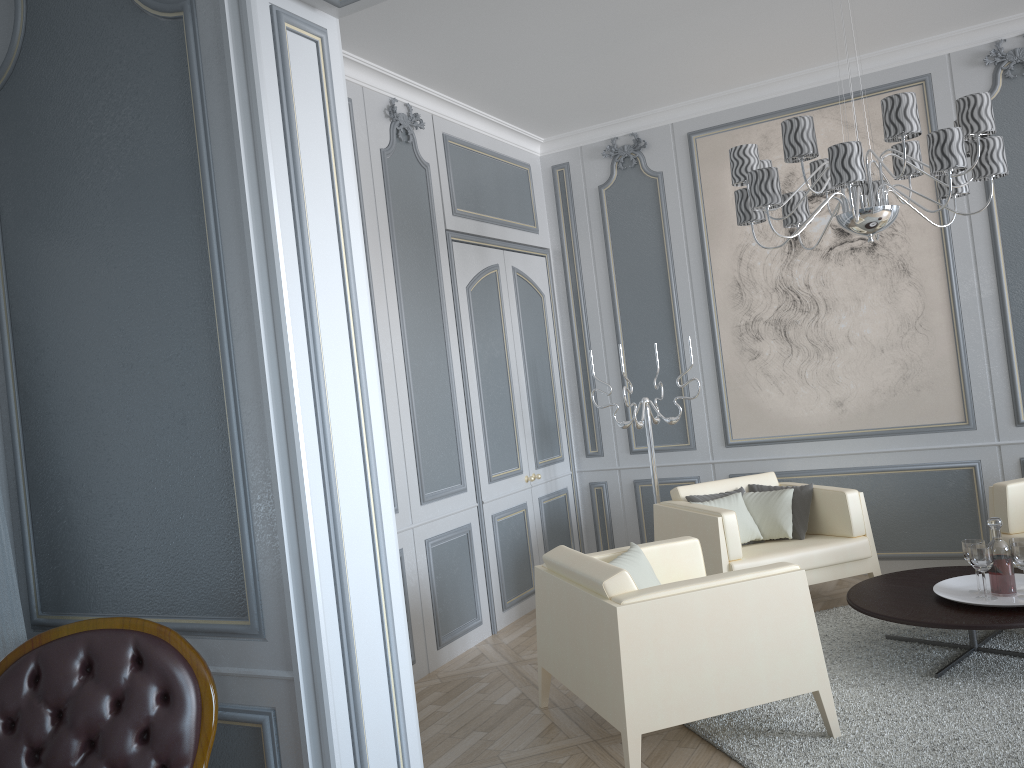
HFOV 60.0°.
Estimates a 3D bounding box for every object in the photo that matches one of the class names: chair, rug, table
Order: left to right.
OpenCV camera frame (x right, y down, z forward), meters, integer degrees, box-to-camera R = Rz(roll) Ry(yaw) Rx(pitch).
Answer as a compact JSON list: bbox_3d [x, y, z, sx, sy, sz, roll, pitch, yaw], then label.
[{"bbox_3d":[-0.827,0.917,1.670,0.573,0.829,0.574,-6,-1,-12],"label":"chair"},{"bbox_3d":[0.541,0.872,3.110,0.737,0.621,0.854,-6,-1,-17],"label":"chair"},{"bbox_3d":[1.231,0.797,4.410,0.855,0.621,0.736,-6,-1,-17],"label":"chair"},{"bbox_3d":[1.597,1.056,3.188,2.001,0.010,1.998,-7,0,-17],"label":"rug"},{"bbox_3d":[1.774,0.922,3.426,0.881,0.239,0.883,-7,0,26],"label":"table"},{"bbox_3d":[2.583,0.636,3.686,0.737,0.621,0.854,-6,-1,-17],"label":"chair"}]

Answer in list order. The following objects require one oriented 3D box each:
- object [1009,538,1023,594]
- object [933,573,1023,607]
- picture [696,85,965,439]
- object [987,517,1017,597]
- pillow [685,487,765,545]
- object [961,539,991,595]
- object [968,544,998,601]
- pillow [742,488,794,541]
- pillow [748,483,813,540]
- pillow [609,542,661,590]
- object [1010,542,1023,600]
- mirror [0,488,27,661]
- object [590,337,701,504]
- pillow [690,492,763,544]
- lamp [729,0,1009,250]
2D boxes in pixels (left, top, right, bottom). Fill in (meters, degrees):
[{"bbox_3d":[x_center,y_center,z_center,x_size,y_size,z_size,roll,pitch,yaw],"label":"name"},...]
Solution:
[{"bbox_3d":[1.922,0.681,3.325,0.080,0.196,0.080,-7,-1,11],"label":"object"},{"bbox_3d":[1.837,0.779,3.322,0.467,0.028,0.468,-7,0,41],"label":"object"},{"bbox_3d":[1.696,-0.615,4.848,1.198,1.752,0.001,-7,-1,28],"label":"picture"},{"bbox_3d":[1.831,0.645,3.332,0.086,0.290,0.086,-6,-2,-41],"label":"object"},{"bbox_3d":[1.073,0.684,4.485,0.351,0.276,0.184,-6,-1,-16],"label":"pillow"},{"bbox_3d":[1.776,0.699,3.392,0.080,0.196,0.080,-7,-1,11],"label":"object"},{"bbox_3d":[1.752,0.701,3.297,0.080,0.196,0.080,-7,-1,31],"label":"object"},{"bbox_3d":[1.266,0.661,4.465,0.311,0.245,0.163,-7,-1,32],"label":"pillow"},{"bbox_3d":[1.346,0.652,4.501,0.350,0.276,0.184,-7,-1,44],"label":"pillow"},{"bbox_3d":[0.453,0.751,3.225,0.182,0.285,0.361,-7,-1,34],"label":"pillow"},{"bbox_3d":[1.883,0.686,3.250,0.080,0.196,0.080,-7,-1,11],"label":"object"},{"bbox_3d":[-1.572,0.524,1.587,0.251,1.793,1.401,-7,-1,28],"label":"mirror"},{"bbox_3d":[0.769,0.468,4.810,0.447,1.386,0.446,-6,-1,-17],"label":"object"},{"bbox_3d":[1.063,0.684,4.397,0.312,0.245,0.163,-6,-1,-28],"label":"pillow"},{"bbox_3d":[1.332,-1.106,3.479,0.976,1.120,0.976,-7,-1,16],"label":"lamp"}]
